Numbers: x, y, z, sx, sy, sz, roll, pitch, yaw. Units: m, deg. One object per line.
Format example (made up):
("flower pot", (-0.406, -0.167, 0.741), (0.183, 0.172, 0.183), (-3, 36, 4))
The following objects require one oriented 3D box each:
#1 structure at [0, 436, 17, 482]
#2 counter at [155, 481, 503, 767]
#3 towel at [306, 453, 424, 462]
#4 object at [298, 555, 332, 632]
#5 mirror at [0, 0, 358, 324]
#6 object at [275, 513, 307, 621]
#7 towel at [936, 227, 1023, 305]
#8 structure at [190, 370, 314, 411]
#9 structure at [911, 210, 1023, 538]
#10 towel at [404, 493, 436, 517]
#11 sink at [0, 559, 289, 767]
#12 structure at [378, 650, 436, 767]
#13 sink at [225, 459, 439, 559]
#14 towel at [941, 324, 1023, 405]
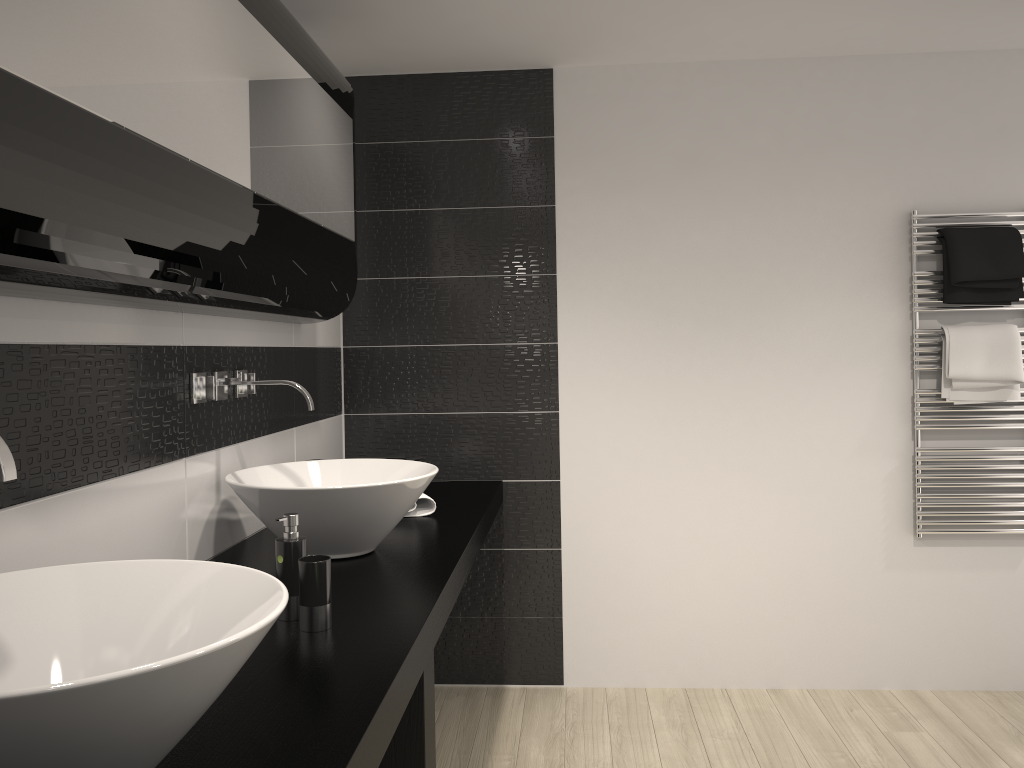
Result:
("structure", (-0.751, 0.067, 1.115), (0.259, 0.108, 0.367), (-1, 2, 4))
("counter", (-0.498, 0.516, 1.733), (0.655, 0.084, 3.847), (-1, 2, 4))
("towel", (-0.506, 0.298, 2.981), (0.406, 0.131, 0.388), (-1, 2, -9))
("object", (-0.382, 0.405, 1.720), (0.063, 0.134, 0.063), (-1, 1, 39))
("mirror", (-0.712, -0.614, 1.814), (0.258, 0.901, 2.615), (-1, 2, 4))
("object", (-0.446, 0.367, 1.794), (0.063, 0.208, 0.063), (-1, 0, -16))
("towel", (1.820, -0.457, 3.423), (0.300, 0.309, 0.141), (-1, 1, 1))
("structure", (-0.662, 0.018, 2.388), (0.259, 0.108, 0.367), (-1, 2, 4))
("structure", (1.819, -0.043, 3.475), (0.472, 1.292, 0.039), (-1, 0, 4))
("towel", (-0.471, 0.367, 2.966), (0.406, 0.133, 0.390), (-1, 2, -11))
("sink", (-0.564, 0.389, 1.103), (0.560, 0.212, 0.559), (-3, 3, -42))
("structure", (-0.393, 0.935, 1.812), (0.464, 0.762, 0.126), (-1, 0, 4))
("sink", (-0.476, 0.340, 2.379), (0.559, 0.212, 0.560), (-2, 2, -17))
("towel", (1.817, -0.076, 3.436), (0.303, 0.309, 0.098), (-1, 0, 5))
